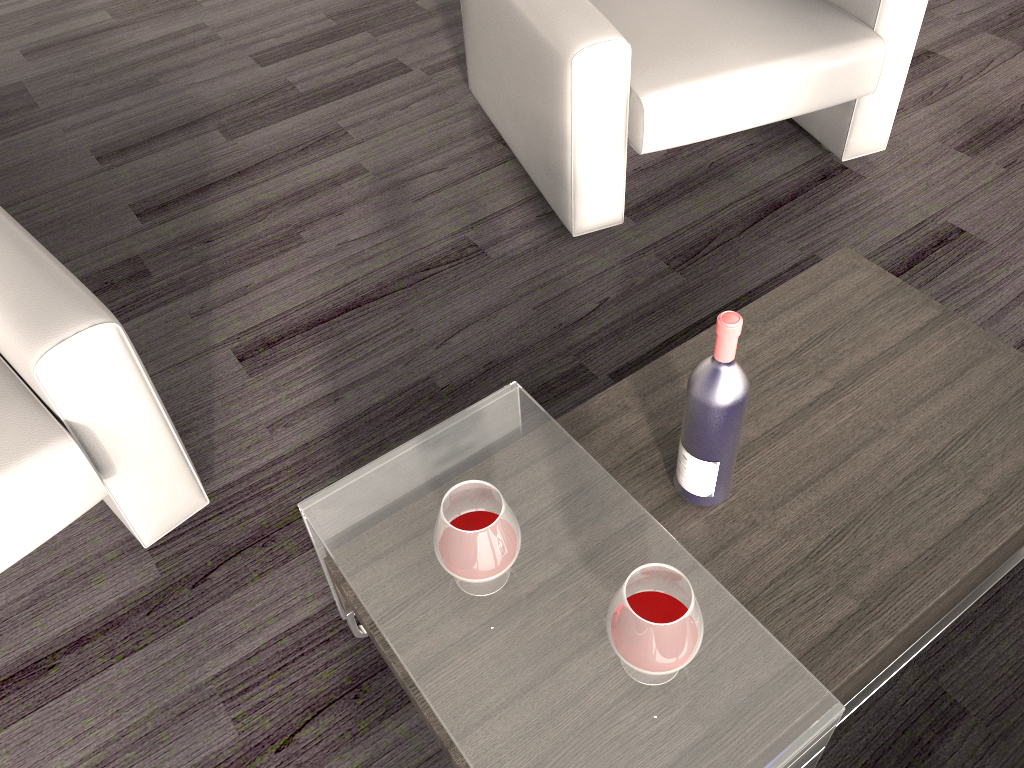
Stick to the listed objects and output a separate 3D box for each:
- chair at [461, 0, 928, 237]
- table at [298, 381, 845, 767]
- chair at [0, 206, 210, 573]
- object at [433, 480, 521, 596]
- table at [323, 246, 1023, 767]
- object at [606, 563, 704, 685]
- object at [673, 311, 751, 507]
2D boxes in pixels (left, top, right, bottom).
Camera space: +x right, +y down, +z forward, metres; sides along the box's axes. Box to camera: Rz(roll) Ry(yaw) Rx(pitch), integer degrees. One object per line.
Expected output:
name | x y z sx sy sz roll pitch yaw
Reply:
chair | 0.439 -0.981 2.348 0.965 0.704 0.925 -17 48 -12
table | 0.050 0.397 1.308 0.403 0.335 0.689 -29 51 -22
chair | -1.194 0.082 1.454 0.918 0.704 0.972 34 57 31
object | -0.045 0.204 1.162 0.116 0.152 0.117 -22 49 -16
table | 0.377 0.250 1.498 1.208 0.245 0.608 -29 51 -22
object | 0.171 0.290 1.064 0.117 0.152 0.117 -37 55 -27
object | 0.294 0.038 1.286 0.094 0.363 0.094 -30 52 -22
